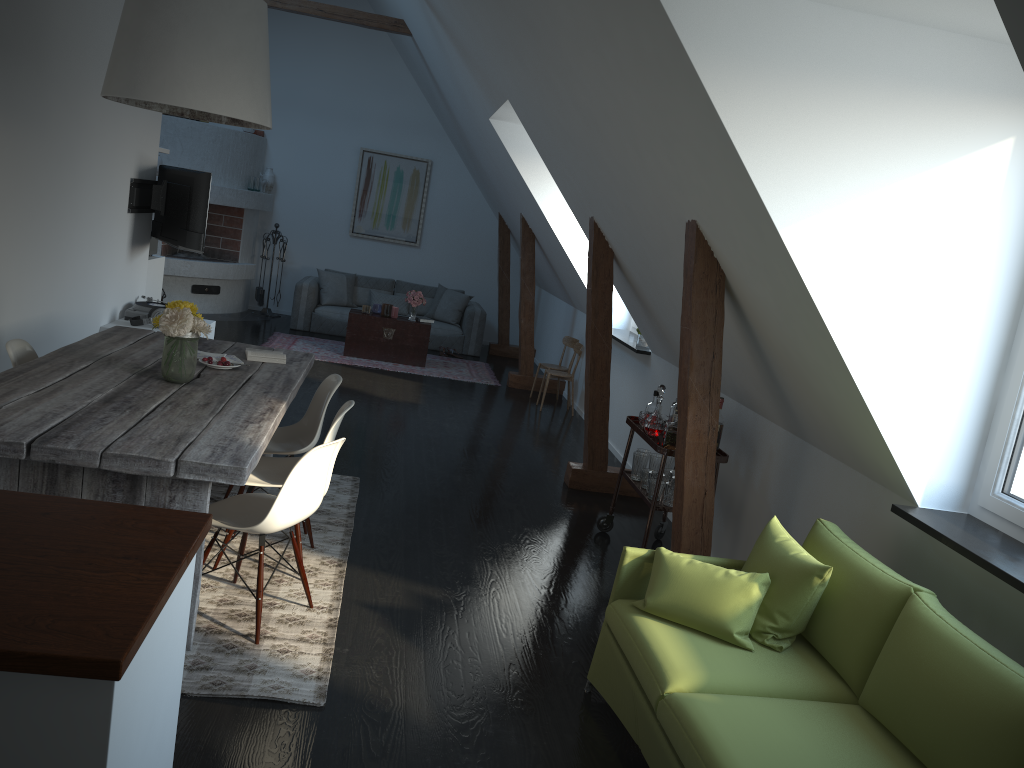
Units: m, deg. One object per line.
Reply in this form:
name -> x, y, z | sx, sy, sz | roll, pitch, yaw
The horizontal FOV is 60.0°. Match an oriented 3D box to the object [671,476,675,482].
object -> 0.914, 0.576, 4.873 | 0.095, 0.119, 0.095 | 19, 13, 42

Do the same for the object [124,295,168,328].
object -> -2.746, -0.560, 7.024 | 0.558, 0.162, 0.742 | 8, 10, -11

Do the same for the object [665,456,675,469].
object -> 0.924, 0.491, 5.261 | 0.087, 0.155, 0.087 | 3, 12, -35

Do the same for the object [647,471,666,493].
object -> 0.792, 0.550, 4.903 | 0.095, 0.119, 0.095 | 19, 13, 42

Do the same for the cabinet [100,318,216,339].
cabinet -> -2.790, -0.230, 7.050 | 0.623, 0.507, 1.069 | 8, 10, -9

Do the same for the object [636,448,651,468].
object -> 0.765, 0.467, 5.240 | 0.087, 0.155, 0.087 | 3, 12, -35

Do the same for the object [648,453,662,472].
object -> 0.834, 0.491, 5.174 | 0.087, 0.155, 0.087 | 3, 12, -35

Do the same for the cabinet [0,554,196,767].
cabinet -> -0.909, 0.302, 0.510 | 4.208, 2.369, 3.033 | 8, 10, -9

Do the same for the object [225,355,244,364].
object -> -1.507, -0.134, 4.623 | 0.182, 0.014, 0.185 | 3, 12, -34

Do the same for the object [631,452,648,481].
object -> 0.734, 0.479, 5.146 | 0.087, 0.155, 0.087 | 3, 12, -35

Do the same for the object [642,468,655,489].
object -> 0.771, 0.538, 5.008 | 0.092, 0.099, 0.092 | 4, 12, -31

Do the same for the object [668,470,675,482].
object -> 0.921, 0.556, 4.993 | 0.095, 0.119, 0.095 | 19, 13, 42

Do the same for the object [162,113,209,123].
object -> -4.023, -3.234, 10.593 | 0.783, 0.094, 0.311 | 6, 11, -23

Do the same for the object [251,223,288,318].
object -> -3.217, -1.530, 11.869 | 0.376, 1.245, 0.376 | 4, 11, -28

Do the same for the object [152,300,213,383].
object -> -1.479, -0.191, 3.951 | 0.233, 0.365, 0.293 | 2, 12, -37

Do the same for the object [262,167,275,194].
object -> -3.252, -2.696, 11.825 | 0.165, 0.368, 0.165 | 2, 12, -36

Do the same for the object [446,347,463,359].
object -> -0.715, -0.394, 11.188 | 0.277, 0.090, 0.101 | 17, 13, 37

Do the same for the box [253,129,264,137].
box -> -3.400, -3.321, 11.718 | 0.229, 0.078, 0.127 | 8, 10, -9

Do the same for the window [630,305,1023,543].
window -> -1.095, -2.481, 5.016 | 5.959, 4.249, 8.018 | 8, 10, -9

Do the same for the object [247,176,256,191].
object -> -3.330, -2.564, 11.348 | 0.092, 0.180, 0.092 | 13, 11, 19

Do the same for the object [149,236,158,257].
object -> -3.340, -1.227, 7.649 | 0.435, 0.211, 0.496 | 8, 10, -9

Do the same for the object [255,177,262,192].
object -> -3.304, -2.587, 11.506 | 0.092, 0.180, 0.092 | 12, 10, 14

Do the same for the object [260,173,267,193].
object -> -3.274, -2.646, 11.647 | 0.081, 0.258, 0.150 | 14, 11, 25

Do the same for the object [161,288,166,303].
object -> -4.305, -0.990, 10.478 | 0.384, 0.313, 0.384 | 13, 10, 17

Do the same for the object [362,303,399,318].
object -> -1.479, -0.849, 10.055 | 0.413, 0.138, 0.215 | 10, 10, 3

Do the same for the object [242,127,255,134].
object -> -3.398, -3.350, 11.462 | 0.066, 0.221, 0.231 | 14, 11, 21

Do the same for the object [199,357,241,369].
object -> -1.466, -0.100, 4.449 | 0.205, 0.024, 0.205 | 7, 10, -16

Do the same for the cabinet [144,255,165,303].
cabinet -> -3.613, -0.712, 7.775 | 0.869, 0.921, 0.638 | 8, 10, -9

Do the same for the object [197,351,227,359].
object -> -1.591, -0.150, 4.626 | 0.182, 0.016, 0.179 | 7, 10, -14

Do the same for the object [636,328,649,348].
object -> 1.037, -0.536, 7.074 | 0.309, 0.461, 0.131 | 11, 10, 10

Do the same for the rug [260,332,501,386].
rug -> -1.484, -0.302, 10.148 | 2.647, 0.029, 1.512 | 8, 10, -8

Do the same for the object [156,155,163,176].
object -> -4.181, -2.551, 10.381 | 0.158, 0.274, 0.158 | 15, 11, 30

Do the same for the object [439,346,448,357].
object -> -0.864, -0.410, 11.132 | 0.101, 0.090, 0.277 | 6, 11, -20

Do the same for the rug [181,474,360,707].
rug -> -1.724, 0.716, 4.172 | 1.898, 0.022, 2.677 | 8, 10, -9

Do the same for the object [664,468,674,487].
object -> 0.906, 0.545, 5.099 | 0.092, 0.099, 0.092 | 4, 12, -31
